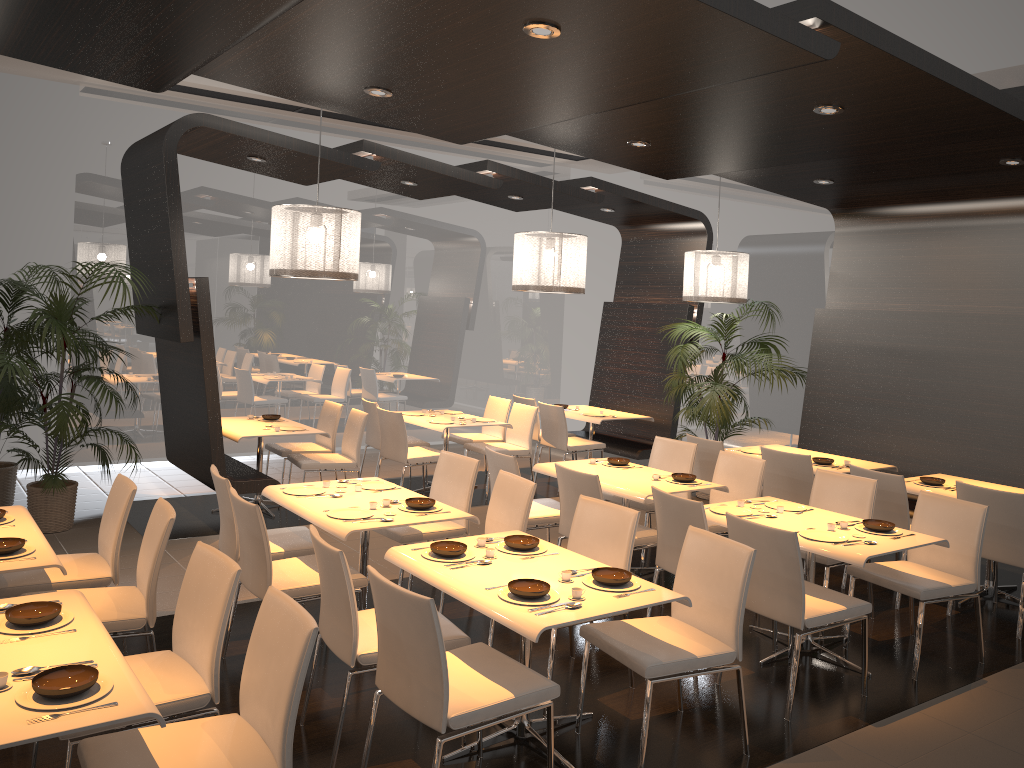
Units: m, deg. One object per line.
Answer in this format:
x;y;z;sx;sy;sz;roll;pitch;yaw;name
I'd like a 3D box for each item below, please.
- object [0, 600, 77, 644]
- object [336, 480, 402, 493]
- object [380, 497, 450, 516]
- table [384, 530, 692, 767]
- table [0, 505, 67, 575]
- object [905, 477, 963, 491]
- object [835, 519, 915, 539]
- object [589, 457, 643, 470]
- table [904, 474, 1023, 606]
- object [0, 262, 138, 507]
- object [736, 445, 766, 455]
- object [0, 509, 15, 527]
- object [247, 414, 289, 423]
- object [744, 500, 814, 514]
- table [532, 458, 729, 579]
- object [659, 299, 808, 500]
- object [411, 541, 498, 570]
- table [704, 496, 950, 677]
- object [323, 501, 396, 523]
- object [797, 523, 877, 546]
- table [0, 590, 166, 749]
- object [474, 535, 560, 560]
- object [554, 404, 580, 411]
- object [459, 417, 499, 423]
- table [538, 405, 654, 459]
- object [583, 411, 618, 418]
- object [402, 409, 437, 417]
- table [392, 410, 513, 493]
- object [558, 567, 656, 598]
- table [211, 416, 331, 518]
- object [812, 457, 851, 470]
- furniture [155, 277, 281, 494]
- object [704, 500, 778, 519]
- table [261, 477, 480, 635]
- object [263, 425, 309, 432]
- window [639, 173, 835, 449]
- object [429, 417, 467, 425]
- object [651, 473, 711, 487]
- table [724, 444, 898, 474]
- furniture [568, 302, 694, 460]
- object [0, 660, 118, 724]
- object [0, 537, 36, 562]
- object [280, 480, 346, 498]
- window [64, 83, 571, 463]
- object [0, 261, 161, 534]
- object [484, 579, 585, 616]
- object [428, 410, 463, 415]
-1.633;0.771;2.948;0.303;0.044;0.366;-1;6;-37;object
-0.888;0.601;5.360;0.378;0.038;0.335;7;7;43;object
-0.541;0.658;4.844;0.303;0.044;0.366;-1;6;-37;object
0.059;1.160;3.799;0.799;0.725;1.151;1;4;-36;table
-2.483;1.040;3.837;0.799;0.725;1.151;1;4;-36;table
3.027;0.698;6.278;0.303;0.044;0.366;-1;6;-37;object
1.954;0.775;4.813;0.303;0.044;0.366;-1;6;-37;object
0.744;0.574;6.506;0.303;0.044;0.366;-1;6;-37;object
3.316;1.109;6.117;0.799;0.725;1.151;1;4;-36;table
-4.224;-0.015;7.407;1.563;2.058;1.506;3;2;16;object
2.115;0.560;7.432;0.334;0.038;0.378;-2;6;-42;object
-2.521;0.625;4.171;0.303;0.044;0.366;-1;6;-37;object
-2.227;0.306;8.043;0.303;0.044;0.366;-1;6;-37;object
1.577;0.718;5.301;0.378;0.038;0.335;7;7;43;object
0.890;0.988;6.233;1.052;0.725;1.151;0;4;-36;table
2.174;0.136;9.051;1.503;2.058;1.566;2;2;-22;object
-0.245;0.748;3.954;0.303;0.044;0.366;-1;6;-37;object
1.664;1.134;4.947;0.799;0.725;1.151;1;4;-36;table
-0.780;0.669;4.620;0.334;0.038;0.378;-2;6;-42;object
1.690;0.783;4.605;0.334;0.038;0.378;-2;6;-42;object
-1.602;1.185;2.616;0.799;0.725;1.151;1;4;-36;table
0.005;0.745;4.126;0.303;0.044;0.366;-1;6;-37;object
0.599;0.262;10.054;0.303;0.044;0.366;-1;6;-37;object
-0.350;0.340;8.683;0.378;0.038;0.335;7;7;43;object
0.889;0.673;9.905;0.799;0.725;1.151;1;4;-36;table
0.953;0.325;9.548;0.334;0.038;0.378;-2;6;-42;object
-0.933;0.292;8.925;0.334;0.038;0.378;-2;6;-42;object
-0.661;0.696;8.805;0.799;0.725;1.151;1;4;-36;table
0.372;0.801;3.659;0.303;0.044;0.366;-1;6;-37;object
-2.204;0.720;7.715;0.799;0.725;1.151;1;4;-36;table
2.490;0.614;6.960;0.303;0.044;0.366;-1;6;-37;object
-2.514;-0.044;7.428;0.756;1.674;1.406;2;2;-36;furniture
1.333;0.724;5.104;0.334;0.038;0.378;-2;6;-42;object
-0.838;1.016;4.992;0.799;0.725;1.151;1;4;-36;table
-1.944;0.365;7.541;0.378;0.038;0.335;7;7;43;object
3.567;-0.842;9.773;0.070;3.973;6.604;2;3;-36;window
-0.604;0.351;8.413;0.334;0.038;0.378;-2;6;-42;object
1.121;0.636;5.978;0.303;0.044;0.366;-1;6;-37;object
2.421;0.966;7.310;0.799;0.725;1.151;1;4;-36;table
1.269;-0.104;10.134;0.756;1.674;1.406;2;2;-36;furniture
-1.276;0.830;2.450;0.303;0.044;0.366;-1;6;-37;object
-2.167;0.682;3.697;0.303;0.044;0.366;-1;6;-37;object
-1.136;0.610;5.119;0.334;0.038;0.378;-2;6;-42;object
-1.809;-1.166;10.683;6.574;3.975;0.070;0;2;-36;window
-3.415;0.086;6.653;1.560;2.058;1.509;1;3;-42;object
0.106;0.808;3.442;0.303;0.044;0.366;-1;6;-37;object
-0.696;0.280;9.193;0.378;0.038;0.335;7;7;43;object
